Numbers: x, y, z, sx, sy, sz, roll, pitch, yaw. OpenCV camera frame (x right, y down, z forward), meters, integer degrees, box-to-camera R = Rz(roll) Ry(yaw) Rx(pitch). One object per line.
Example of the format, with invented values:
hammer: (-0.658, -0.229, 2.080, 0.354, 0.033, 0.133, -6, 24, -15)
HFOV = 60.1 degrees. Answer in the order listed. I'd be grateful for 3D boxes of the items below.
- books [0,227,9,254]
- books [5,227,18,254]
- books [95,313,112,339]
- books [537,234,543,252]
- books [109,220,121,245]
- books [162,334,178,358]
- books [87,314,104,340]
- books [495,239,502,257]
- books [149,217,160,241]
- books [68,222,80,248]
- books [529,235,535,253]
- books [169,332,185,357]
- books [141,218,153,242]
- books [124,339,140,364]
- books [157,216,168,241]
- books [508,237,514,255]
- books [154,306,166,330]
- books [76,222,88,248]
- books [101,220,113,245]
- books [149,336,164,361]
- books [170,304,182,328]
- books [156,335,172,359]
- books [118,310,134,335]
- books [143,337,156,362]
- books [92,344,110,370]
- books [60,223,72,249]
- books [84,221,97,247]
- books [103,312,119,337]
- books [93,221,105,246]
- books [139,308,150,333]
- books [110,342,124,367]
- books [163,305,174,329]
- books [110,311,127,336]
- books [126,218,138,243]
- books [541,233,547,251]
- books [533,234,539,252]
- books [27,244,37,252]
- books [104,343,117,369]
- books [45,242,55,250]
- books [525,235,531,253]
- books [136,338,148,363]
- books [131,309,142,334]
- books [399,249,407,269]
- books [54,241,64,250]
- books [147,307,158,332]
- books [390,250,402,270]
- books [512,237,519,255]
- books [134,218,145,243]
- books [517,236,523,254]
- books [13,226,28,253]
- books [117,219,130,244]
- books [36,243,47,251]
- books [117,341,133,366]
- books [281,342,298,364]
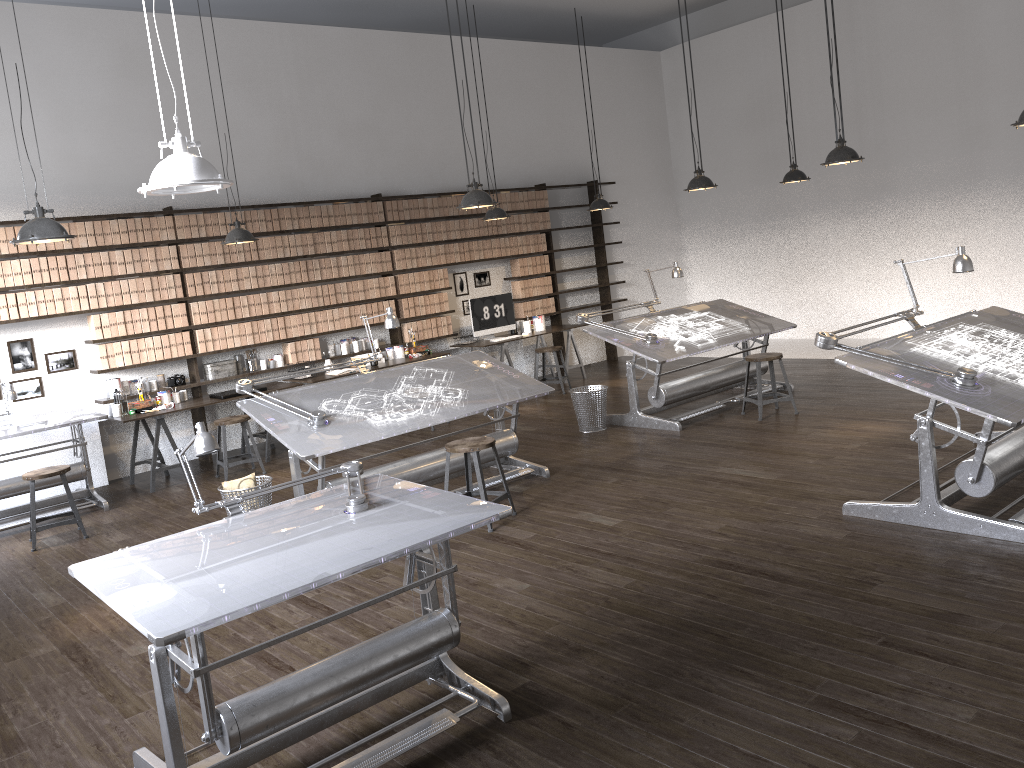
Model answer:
books: (-4.310, -1.198, 7.462, 0.067, 0.224, 0.174, -12, 8, -39)
books: (-4.262, -1.210, 7.506, 0.067, 0.224, 0.174, -12, 8, -39)
books: (-3.683, -0.521, 7.985, 0.067, 0.224, 0.174, -12, 8, -39)
books: (0.302, -1.802, 11.354, 0.067, 0.224, 0.174, -12, 8, -39)
books: (-3.624, -1.369, 8.039, 0.067, 0.224, 0.174, -12, 8, -39)
books: (-3.232, -0.361, 8.365, 0.067, 0.224, 0.174, -12, 8, -39)
books: (-3.737, -0.508, 7.938, 0.067, 0.224, 0.174, -12, 8, -39)
books: (-0.219, -1.670, 10.906, 0.067, 0.224, 0.174, -12, 8, -39)
books: (-3.361, -1.436, 8.267, 0.067, 0.224, 0.174, -12, 8, -39)
books: (-3.886, -1.304, 7.821, 0.067, 0.224, 0.174, -12, 8, -39)
books: (0.201, -1.776, 11.261, 0.067, 0.224, 0.174, -12, 8, -39)
books: (-3.184, -0.373, 8.409, 0.067, 0.224, 0.174, -12, 8, -39)
books: (-3.412, -1.423, 8.221, 0.067, 0.224, 0.174, -12, 8, -39)
books: (-3.495, -0.295, 8.145, 0.067, 0.224, 0.174, -12, 8, -39)
books: (-3.306, -1.449, 8.308, 0.067, 0.224, 0.174, -12, 8, -39)
books: (-0.061, -1.711, 11.048, 0.067, 0.224, 0.174, -12, 8, -39)
books: (-3.316, -0.613, 8.292, 0.067, 0.224, 0.174, -12, 8, -39)
books: (-3.838, -1.316, 7.860, 0.067, 0.224, 0.174, -12, 8, -39)
books: (-3.680, -1.356, 7.998, 0.067, 0.224, 0.174, -12, 8, -39)
books: (-3.332, -0.335, 8.276, 0.067, 0.224, 0.174, -12, 8, -39)
books: (-3.205, -0.642, 8.390, 0.067, 0.224, 0.174, -12, 8, -39)
books: (-3.277, -0.348, 8.322, 0.067, 0.224, 0.174, -12, 8, -39)
books: (-3.536, -0.559, 8.113, 0.067, 0.224, 0.174, -12, 8, -39)
books: (-3.388, -0.321, 8.232, 0.067, 0.224, 0.174, -12, 8, -39)
books: (-3.697, -0.243, 7.968, 0.067, 0.224, 0.174, -12, 8, -39)
books: (-3.933, -1.291, 7.775, 0.067, 0.224, 0.174, -12, 8, -39)
books: (-3.782, -1.330, 7.904, 0.067, 0.224, 0.174, -12, 8, -39)
books: (-3.637, -0.533, 8.026, 0.067, 0.224, 0.174, -12, 8, -39)
books: (-3.731, -1.343, 7.952, 0.067, 0.224, 0.174, -12, 8, -39)
books: (-3.427, -0.585, 8.200, 0.067, 0.224, 0.174, -12, 8, -39)
books: (-3.602, -0.267, 8.052, 0.067, 0.224, 0.174, -12, 8, -39)
books: (-3.263, -0.627, 8.344, 0.067, 0.224, 0.174, -12, 8, -39)
books: (-3.583, -0.546, 8.065, 0.067, 0.224, 0.174, -12, 8, -39)
books: (-3.513, -1.397, 8.129, 0.067, 0.224, 0.174, -12, 8, -39)
books: (0.358, -1.815, 11.396, 0.067, 0.224, 0.174, -12, 8, -39)
books: (0.248, -1.789, 11.309, 0.067, 0.224, 0.174, -12, 8, -39)
books: (-4.149, -1.238, 7.601, 0.067, 0.224, 0.174, -12, 8, -39)
books: (-3.650, -0.256, 8.014, 0.067, 0.224, 0.174, -12, 8, -39)
books: (-4.042, -1.265, 7.691, 0.067, 0.224, 0.174, -12, 8, -39)
books: (0.148, -1.763, 11.222, 0.067, 0.224, 0.174, -12, 8, -39)
books: (-3.444, -0.308, 8.191, 0.067, 0.224, 0.174, -12, 8, -39)
books: (-3.483, -0.572, 8.158, 0.067, 0.224, 0.174, -12, 8, -39)
books: (-1.277, -1.405, 10.013, 0.067, 0.224, 0.174, -12, 8, -39)
books: (-3.988, -1.279, 7.736, 0.067, 0.224, 0.174, -12, 8, -39)
books: (-3.376, -0.599, 8.249, 0.067, 0.224, 0.174, -12, 8, -39)
books: (-1.327, -1.393, 9.976, 0.067, 0.224, 0.174, -12, 8, -39)
books: (-0.008, -1.724, 11.091, 0.067, 0.224, 0.174, -12, 8, -39)
books: (-3.468, -1.409, 8.173, 0.067, 0.224, 0.174, -12, 8, -39)
books: (0.048, -1.737, 11.133, 0.067, 0.224, 0.174, -12, 8, -39)
books: (-4.202, -1.224, 7.549, 0.067, 0.224, 0.174, -12, 8, -39)
books: (-3.568, -1.383, 8.083, 0.067, 0.224, 0.174, -12, 8, -39)
books: (-4.092, -1.252, 7.643, 0.067, 0.224, 0.174, -12, 8, -39)
books: (-3.546, -0.281, 8.097, 0.067, 0.224, 0.174, -12, 8, -39)
books: (-2.297, -0.317, 9.148, 0.067, 0.224, 0.174, -12, 8, -39)
